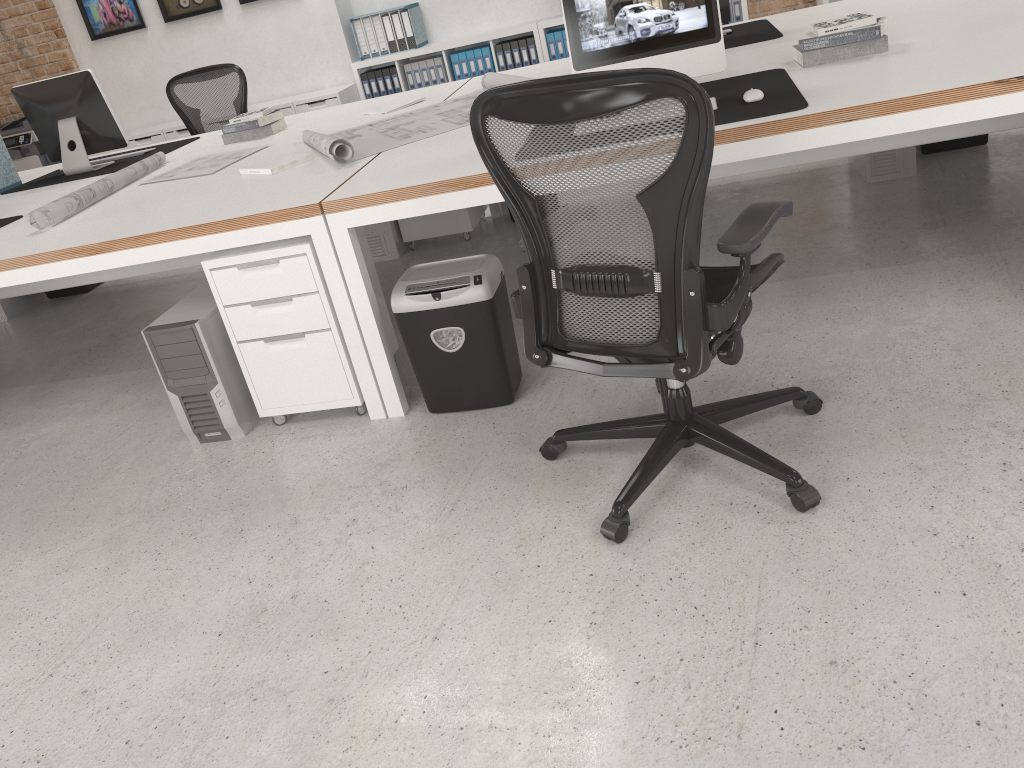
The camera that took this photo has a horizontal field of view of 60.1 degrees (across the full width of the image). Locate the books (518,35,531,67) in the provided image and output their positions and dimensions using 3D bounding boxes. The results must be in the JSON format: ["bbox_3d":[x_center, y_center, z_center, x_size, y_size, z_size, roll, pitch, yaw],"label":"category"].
[{"bbox_3d":[0.122,-2.602,7.000,0.062,0.256,0.236,-8,25,14],"label":"books"}]

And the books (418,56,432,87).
[{"bbox_3d":[-0.673,-2.518,7.221,0.062,0.256,0.236,-8,25,14],"label":"books"}]

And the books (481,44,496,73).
[{"bbox_3d":[-0.165,-2.573,7.082,0.062,0.256,0.236,-8,25,14],"label":"books"}]

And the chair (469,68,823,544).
[{"bbox_3d":[0.328,-0.276,2.210,0.769,1.066,0.808,-3,26,22],"label":"chair"}]

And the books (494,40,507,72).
[{"bbox_3d":[-0.064,-2.580,7.046,0.062,0.256,0.236,-8,25,14],"label":"books"}]

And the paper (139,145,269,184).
[{"bbox_3d":[-1.371,-0.982,3.957,0.428,0.001,0.494,-3,27,21],"label":"paper"}]

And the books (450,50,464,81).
[{"bbox_3d":[-0.414,-2.543,7.144,0.062,0.256,0.236,-8,25,14],"label":"books"}]

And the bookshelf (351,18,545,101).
[{"bbox_3d":[-0.437,-2.410,7.280,1.541,0.786,0.408,-7,25,14],"label":"bookshelf"}]

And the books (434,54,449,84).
[{"bbox_3d":[-0.548,-2.533,7.190,0.062,0.256,0.236,-8,25,14],"label":"books"}]

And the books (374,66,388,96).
[{"bbox_3d":[-1.038,-2.468,7.298,0.062,0.256,0.236,-8,25,14],"label":"books"}]

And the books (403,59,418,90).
[{"bbox_3d":[-0.797,-2.503,7.252,0.062,0.256,0.236,-8,25,14],"label":"books"}]

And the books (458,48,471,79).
[{"bbox_3d":[-0.353,-2.550,7.129,0.062,0.256,0.236,-8,25,14],"label":"books"}]

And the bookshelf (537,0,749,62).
[{"bbox_3d":[1.052,-2.589,6.911,1.541,0.786,0.408,-7,25,14],"label":"bookshelf"}]

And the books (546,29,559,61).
[{"bbox_3d":[0.335,-2.638,6.969,0.062,0.256,0.236,-8,25,14],"label":"books"}]

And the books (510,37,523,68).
[{"bbox_3d":[0.059,-2.594,7.016,0.062,0.256,0.236,-8,25,14],"label":"books"}]

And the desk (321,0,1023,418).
[{"bbox_3d":[2.147,-1.062,3.281,5.101,0.756,2.358,-7,26,14],"label":"desk"}]

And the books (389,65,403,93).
[{"bbox_3d":[-0.914,-2.483,7.267,0.062,0.256,0.236,-8,25,14],"label":"books"}]

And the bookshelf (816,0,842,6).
[{"bbox_3d":[3.054,-2.778,6.441,1.541,0.673,0.408,-7,25,14],"label":"bookshelf"}]

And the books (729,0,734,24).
[{"bbox_3d":[1.621,-2.797,6.660,0.062,0.256,0.236,-8,25,14],"label":"books"}]

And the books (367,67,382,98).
[{"bbox_3d":[-1.101,-2.460,7.314,0.062,0.256,0.236,-8,25,14],"label":"books"}]

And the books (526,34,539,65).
[{"bbox_3d":[0.184,-2.609,6.985,0.062,0.256,0.236,-8,25,14],"label":"books"}]

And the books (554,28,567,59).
[{"bbox_3d":[0.396,-2.645,6.954,0.062,0.256,0.236,-8,25,14],"label":"books"}]

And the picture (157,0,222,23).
[{"bbox_3d":[-2.654,-3.277,7.075,0.523,0.641,0.042,-7,24,14],"label":"picture"}]

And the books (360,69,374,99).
[{"bbox_3d":[-1.162,-2.453,7.329,0.062,0.256,0.236,-8,25,14],"label":"books"}]

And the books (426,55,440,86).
[{"bbox_3d":[-0.611,-2.526,7.206,0.062,0.256,0.236,-8,25,14],"label":"books"}]

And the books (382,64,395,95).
[{"bbox_3d":[-0.976,-2.475,7.283,0.062,0.256,0.236,-8,25,14],"label":"books"}]

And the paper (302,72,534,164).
[{"bbox_3d":[-0.359,-1.143,3.716,1.081,0.104,0.988,-23,27,-18],"label":"paper"}]

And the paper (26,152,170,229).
[{"bbox_3d":[-1.740,-0.866,3.826,0.083,0.081,1.156,-9,26,9],"label":"paper"}]

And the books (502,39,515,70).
[{"bbox_3d":[-0.003,-2.587,7.031,0.062,0.256,0.236,-8,25,14],"label":"books"}]

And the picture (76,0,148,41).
[{"bbox_3d":[-3.334,-3.196,7.243,0.523,0.641,0.042,-7,24,14],"label":"picture"}]

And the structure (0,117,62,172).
[{"bbox_3d":[-4.236,-1.860,7.734,1.056,1.039,0.513,-7,25,14],"label":"structure"}]

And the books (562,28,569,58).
[{"bbox_3d":[0.458,-2.653,6.939,0.062,0.256,0.236,-8,25,14],"label":"books"}]

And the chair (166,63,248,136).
[{"bbox_3d":[-1.954,-1.525,5.890,0.770,1.066,0.807,-14,24,-1],"label":"chair"}]

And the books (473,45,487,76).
[{"bbox_3d":[-0.228,-2.565,7.098,0.062,0.256,0.236,-8,25,14],"label":"books"}]

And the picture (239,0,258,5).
[{"bbox_3d":[-1.989,-3.357,6.910,0.523,0.641,0.042,-7,24,14],"label":"picture"}]

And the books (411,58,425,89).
[{"bbox_3d":[-0.736,-2.511,7.237,0.062,0.256,0.236,-8,25,14],"label":"books"}]

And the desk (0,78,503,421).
[{"bbox_3d":[-2.782,-0.470,4.501,5.101,0.756,2.358,-7,26,14],"label":"desk"}]

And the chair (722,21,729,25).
[{"bbox_3d":[0.997,-1.819,5.036,0.796,1.066,0.781,-20,25,-14],"label":"chair"}]

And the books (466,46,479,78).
[{"bbox_3d":[-0.291,-2.558,7.113,0.062,0.256,0.236,-8,25,14],"label":"books"}]
